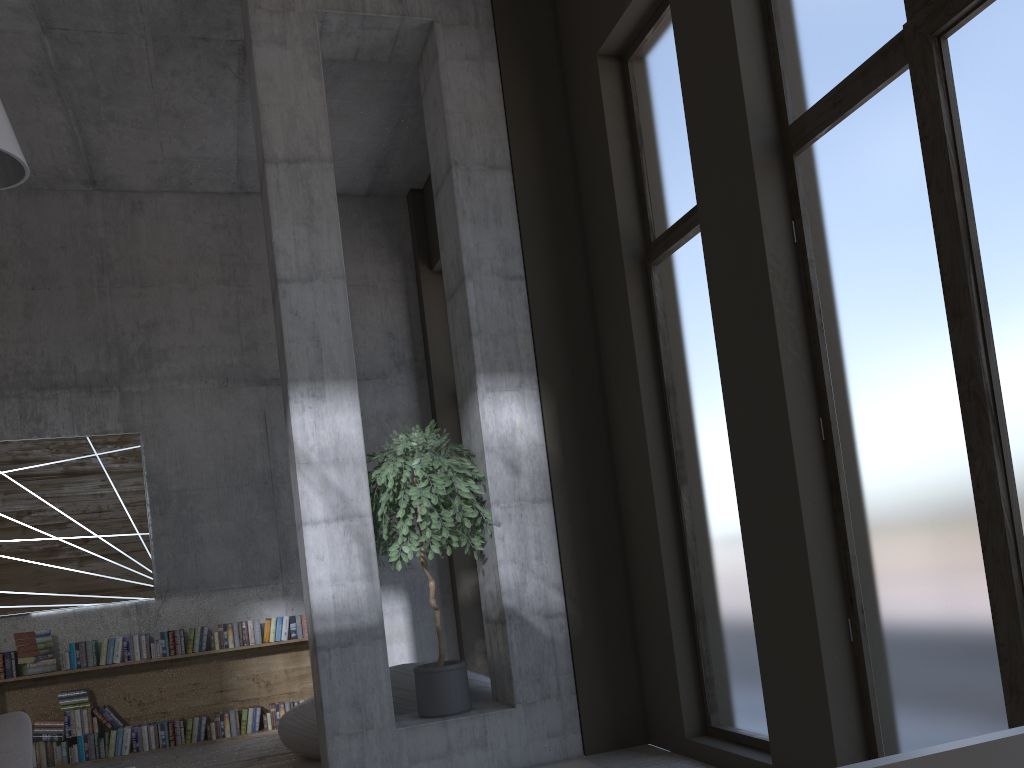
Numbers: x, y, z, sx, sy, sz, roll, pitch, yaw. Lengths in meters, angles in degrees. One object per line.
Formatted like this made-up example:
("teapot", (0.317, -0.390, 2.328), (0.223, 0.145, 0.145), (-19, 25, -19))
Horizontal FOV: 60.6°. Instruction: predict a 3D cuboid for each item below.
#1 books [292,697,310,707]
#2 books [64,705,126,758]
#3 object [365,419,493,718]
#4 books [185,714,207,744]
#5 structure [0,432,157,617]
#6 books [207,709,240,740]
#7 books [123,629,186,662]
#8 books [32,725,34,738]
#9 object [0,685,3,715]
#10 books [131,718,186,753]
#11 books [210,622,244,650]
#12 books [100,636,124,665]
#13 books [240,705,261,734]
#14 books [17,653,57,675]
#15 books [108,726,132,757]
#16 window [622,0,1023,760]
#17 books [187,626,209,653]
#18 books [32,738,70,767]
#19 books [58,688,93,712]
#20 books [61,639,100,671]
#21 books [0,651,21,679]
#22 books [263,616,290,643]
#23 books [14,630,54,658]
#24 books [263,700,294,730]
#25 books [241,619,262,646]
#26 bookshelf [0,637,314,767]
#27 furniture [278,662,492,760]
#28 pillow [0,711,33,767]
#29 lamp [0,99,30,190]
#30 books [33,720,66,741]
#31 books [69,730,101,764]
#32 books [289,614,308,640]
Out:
("books", (-1.925, 3.015, 8.073), (0.155, 0.217, 0.193), (-5, -7, -19))
("books", (-3.565, 2.990, 7.529), (0.450, 0.443, 0.218), (-4, -5, -18))
("object", (-0.514, 1.166, 5.604), (0.981, 1.839, 0.999), (-11, -6, 37))
("books", (-2.805, 3.061, 7.784), (0.199, 0.225, 0.193), (-5, -7, -19))
("structure", (-4.868, 1.240, 7.295), (3.400, 1.516, 0.364), (-3, -5, -18))
("books", (-2.584, 3.049, 7.847), (0.277, 0.217, 0.213), (-4, -8, -20))
("books", (-3.147, 2.304, 7.732), (0.488, 0.217, 0.219), (-3, -8, -18))
("books", (-4.125, 2.947, 7.354), (0.233, 0.138, 0.195), (-4, -9, -17))
("object", (-4.360, 2.916, 7.331), (0.152, 0.750, 0.277), (-6, -4, -19))
("books", (-3.089, 3.076, 7.682), (0.416, 0.217, 0.209), (-4, -8, -18))
("books", (-2.579, 2.274, 7.924), (0.277, 0.217, 0.213), (-4, -8, -20))
("books", (-3.467, 2.310, 7.604), (0.199, 0.225, 0.193), (-5, -7, -19))
("books", (-2.374, 3.045, 7.961), (0.199, 0.225, 0.193), (-5, -7, -19))
("books", (-4.007, 2.369, 7.408), (0.224, 0.148, 0.286), (-12, -11, 28))
("books", (-3.373, 3.080, 7.559), (0.199, 0.225, 0.193), (-5, -7, -19))
("window", (1.141, -0.171, 4.469), (0.208, 4.100, 9.409), (-6, -10, -20))
("books", (-2.815, 2.288, 7.856), (0.199, 0.225, 0.193), (-5, -7, -19))
("books", (-4.008, 3.114, 7.395), (0.492, 0.234, 0.247), (-3, -8, -18))
("books", (-3.737, 2.707, 7.515), (0.238, 0.159, 0.193), (-4, -9, -18))
("books", (-3.710, 2.325, 7.533), (0.277, 0.217, 0.213), (-4, -8, -20))
("books", (-4.402, 2.371, 7.317), (0.488, 0.217, 0.219), (-3, -8, -18))
("books", (-2.160, 2.246, 8.036), (0.248, 0.225, 0.193), (-4, -7, -19))
("books", (-4.036, 2.193, 7.409), (0.189, 0.207, 0.250), (-7, -8, 2))
("books", (-2.137, 3.032, 8.029), (0.277, 0.217, 0.213), (-4, -8, -20))
("books", (-2.366, 2.257, 7.968), (0.155, 0.217, 0.193), (-5, -7, -19))
("bookshelf", (-4.028, 2.861, 7.432), (5.303, 0.794, 0.308), (-3, -5, -18))
("furniture", (-0.921, 2.518, 6.755), (1.640, 0.799, 1.814), (-10, -11, 18))
("pillow", (-1.606, 1.206, 2.422), (0.561, 0.550, 0.225), (-5, -5, -16))
("lamp", (-1.576, 0.187, 2.351), (0.752, 3.378, 2.679), (-5, -7, -31))
("books", (-3.883, 2.911, 7.372), (0.243, 0.190, 0.157), (-4, -7, -18))
("books", (-3.639, 3.096, 7.482), (0.226, 0.217, 0.219), (-4, -8, -19))
("books", (-1.971, 2.243, 8.097), (0.155, 0.218, 0.157), (-5, -6, -19))
